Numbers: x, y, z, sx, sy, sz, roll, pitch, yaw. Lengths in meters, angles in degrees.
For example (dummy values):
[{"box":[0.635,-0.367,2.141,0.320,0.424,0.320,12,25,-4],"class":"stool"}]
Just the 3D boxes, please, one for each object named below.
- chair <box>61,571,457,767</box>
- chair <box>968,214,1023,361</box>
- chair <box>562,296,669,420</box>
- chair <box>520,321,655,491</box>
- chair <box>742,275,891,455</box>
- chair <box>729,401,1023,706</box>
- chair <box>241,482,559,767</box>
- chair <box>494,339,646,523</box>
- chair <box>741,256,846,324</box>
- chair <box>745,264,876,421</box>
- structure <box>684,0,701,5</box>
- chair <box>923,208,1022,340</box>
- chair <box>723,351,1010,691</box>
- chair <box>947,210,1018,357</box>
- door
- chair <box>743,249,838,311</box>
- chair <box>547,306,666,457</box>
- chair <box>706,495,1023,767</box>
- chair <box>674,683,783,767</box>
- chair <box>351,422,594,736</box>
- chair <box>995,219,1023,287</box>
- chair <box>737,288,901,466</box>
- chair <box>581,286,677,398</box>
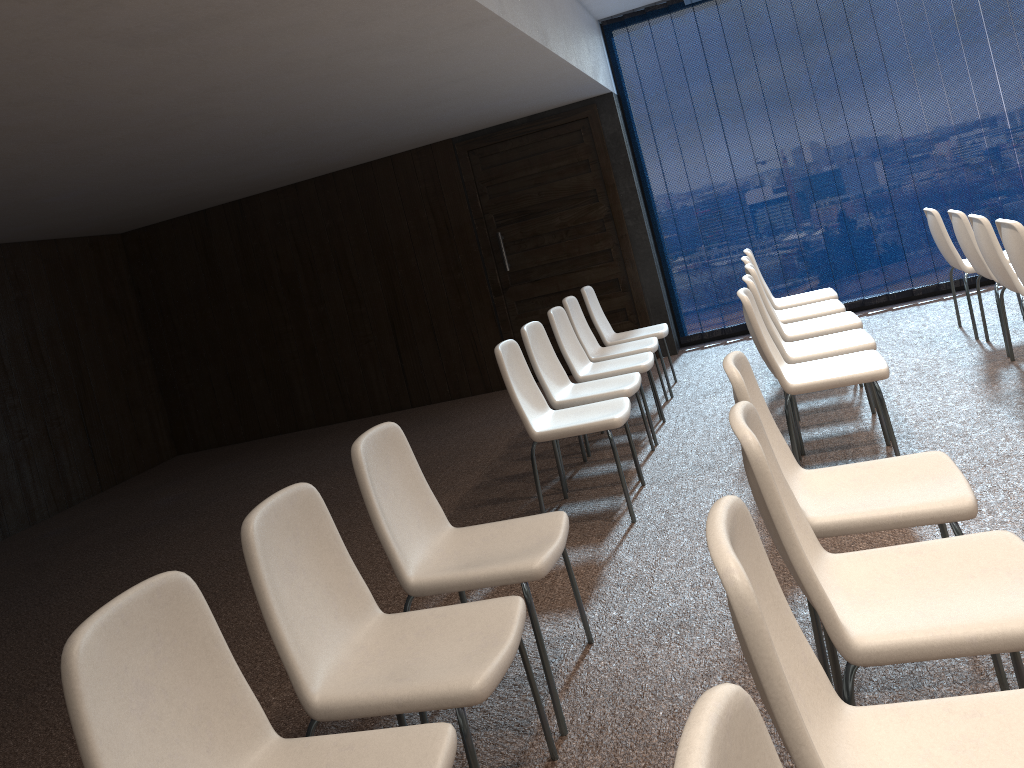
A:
[{"box":[-0.405,0.794,1.623,0.553,0.896,0.540,-13,3,16],"class":"chair"},{"box":[2.889,-0.547,4.755,0.552,0.896,0.540,-13,3,19],"class":"chair"},{"box":[0.728,-0.218,6.038,0.553,0.896,0.540,-13,3,16],"class":"chair"},{"box":[0.434,0.046,4.882,0.552,0.896,0.540,-13,3,19],"class":"chair"},{"box":[1.573,-0.179,4.524,0.553,0.896,0.540,-13,3,16],"class":"chair"},{"box":[0.841,0.445,1.846,0.553,0.896,0.540,-13,3,15],"class":"chair"},{"box":[-0.257,0.669,2.156,0.553,0.896,0.539,-13,3,15],"class":"chair"},{"box":[0.299,0.179,4.280,0.553,0.896,0.540,-13,3,15],"class":"chair"},{"box":[1.878,-0.452,5.716,0.553,0.896,0.540,-13,3,16],"class":"chair"},{"box":[1.744,-0.320,5.119,0.553,0.896,0.540,-13,3,16],"class":"chair"},{"box":[6.525,-3.614,1.656,13.026,0.229,8.235,-11,9,16],"class":"structure"},{"box":[3.203,-0.823,5.954,0.552,0.896,0.540,-13,3,18],"class":"chair"},{"box":[0.976,0.310,2.460,0.552,0.896,0.540,-13,3,18],"class":"chair"},{"box":[3.069,-0.689,5.345,0.552,0.896,0.540,-13,3,18],"class":"chair"},{"box":[0.414,-1.276,8.240,1.387,2.396,0.272,-13,1,16],"class":"door"},{"box":[2.048,-0.591,6.302,0.552,0.896,0.540,-13,3,17],"class":"chair"},{"box":[0.604,-0.092,5.464,0.552,0.896,0.540,-13,3,17],"class":"chair"},{"box":[0.660,0.588,1.254,0.553,0.896,0.539,-13,3,15],"class":"chair"},{"box":[0.508,0.717,0.700,0.552,0.896,0.540,-13,3,18],"class":"chair"},{"box":[-0.108,0.533,2.753,0.553,0.896,0.540,-13,3,15],"class":"chair"},{"box":[2.734,-0.415,4.191,0.553,0.896,0.540,-13,3,16],"class":"chair"},{"box":[1.404,-0.046,3.973,0.552,0.896,0.540,-13,3,18],"class":"chair"},{"box":[0.897,-0.351,6.592,0.553,0.896,0.540,-13,3,16],"class":"chair"}]
